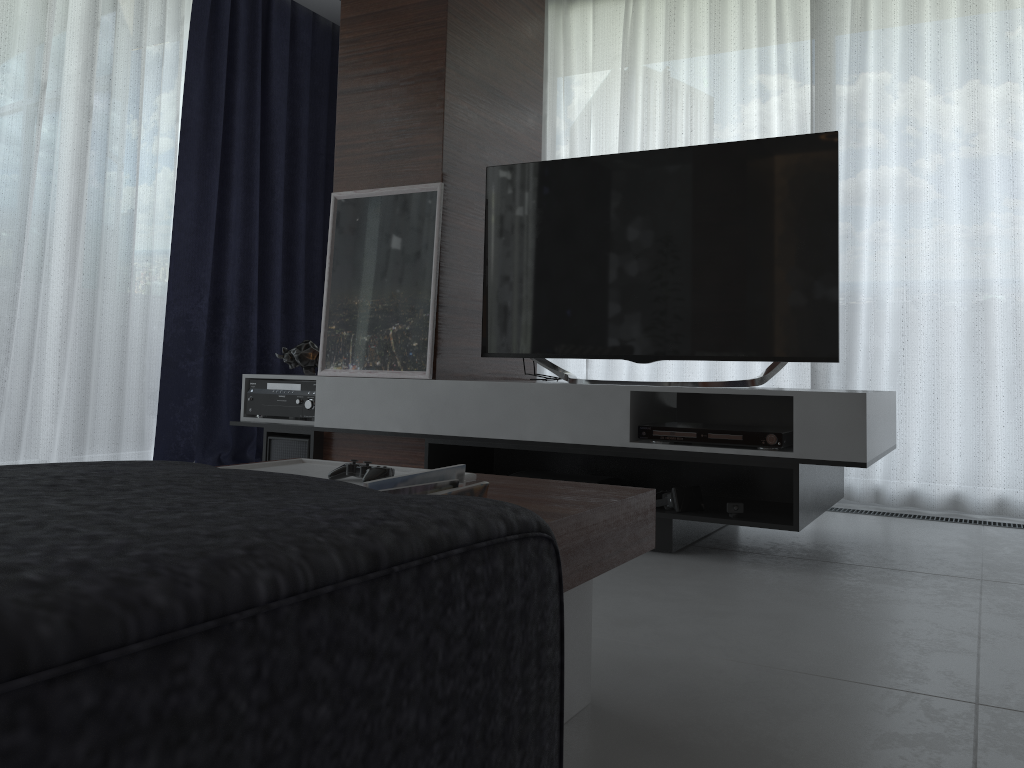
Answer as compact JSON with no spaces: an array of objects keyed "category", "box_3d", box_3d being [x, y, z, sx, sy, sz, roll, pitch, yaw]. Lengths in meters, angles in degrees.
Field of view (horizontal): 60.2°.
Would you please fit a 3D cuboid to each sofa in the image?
[{"category":"sofa","box_3d":[-1.275,0.186,0.866,2.873,0.611,1.892,2,0,28]}]

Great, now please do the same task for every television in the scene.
[{"category":"television","box_3d":[0.450,-0.390,2.961,1.230,0.791,0.296,1,-4,28]}]

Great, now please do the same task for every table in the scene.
[{"category":"table","box_3d":[-0.300,0.333,1.339,0.800,0.354,0.802,1,0,28]}]

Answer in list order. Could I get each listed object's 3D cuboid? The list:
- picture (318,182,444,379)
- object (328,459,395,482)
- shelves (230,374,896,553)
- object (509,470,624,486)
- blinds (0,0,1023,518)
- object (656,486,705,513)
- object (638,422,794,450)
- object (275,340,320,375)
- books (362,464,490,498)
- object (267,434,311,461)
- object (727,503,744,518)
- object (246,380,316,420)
[{"category":"picture","box_3d":[-0.485,-0.375,3.231,0.500,0.705,0.053,0,-5,28]},{"category":"object","box_3d":[-0.249,0.146,1.476,0.112,0.036,0.070,2,0,41]},{"category":"shelves","box_3d":[0.125,0.243,3.309,2.349,0.502,0.870,2,0,28]},{"category":"object","box_3d":[0.173,0.339,2.961,0.314,0.068,0.312,2,1,28]},{"category":"blinds","box_3d":[-0.297,-0.876,1.073,5.798,2.786,7.111,1,0,32]},{"category":"object","box_3d":[0.493,0.346,2.730,0.116,0.079,0.183,2,0,-32]},{"category":"object","box_3d":[0.651,0.159,2.735,0.430,0.053,0.334,2,1,28]},{"category":"object","box_3d":[-0.850,-0.113,3.768,0.310,0.151,0.137,2,-2,-14]},{"category":"books","box_3d":[3.402,0.348,0.644,8.236,0.375,0.403,2,-2,7]},{"category":"object","box_3d":[-0.791,0.328,3.444,0.213,0.252,0.253,0,-2,28]},{"category":"object","box_3d":[0.652,0.368,2.576,0.044,0.043,0.043,0,-2,29]},{"category":"object","box_3d":[-0.818,0.063,3.599,0.369,0.151,0.367,1,0,28]}]
